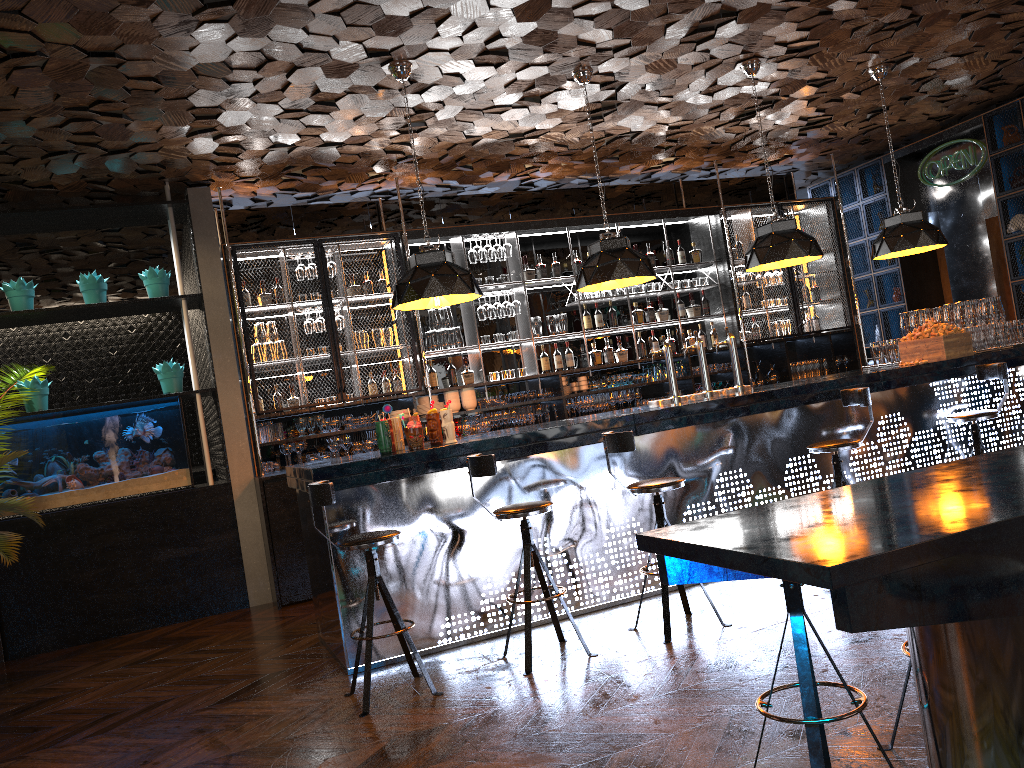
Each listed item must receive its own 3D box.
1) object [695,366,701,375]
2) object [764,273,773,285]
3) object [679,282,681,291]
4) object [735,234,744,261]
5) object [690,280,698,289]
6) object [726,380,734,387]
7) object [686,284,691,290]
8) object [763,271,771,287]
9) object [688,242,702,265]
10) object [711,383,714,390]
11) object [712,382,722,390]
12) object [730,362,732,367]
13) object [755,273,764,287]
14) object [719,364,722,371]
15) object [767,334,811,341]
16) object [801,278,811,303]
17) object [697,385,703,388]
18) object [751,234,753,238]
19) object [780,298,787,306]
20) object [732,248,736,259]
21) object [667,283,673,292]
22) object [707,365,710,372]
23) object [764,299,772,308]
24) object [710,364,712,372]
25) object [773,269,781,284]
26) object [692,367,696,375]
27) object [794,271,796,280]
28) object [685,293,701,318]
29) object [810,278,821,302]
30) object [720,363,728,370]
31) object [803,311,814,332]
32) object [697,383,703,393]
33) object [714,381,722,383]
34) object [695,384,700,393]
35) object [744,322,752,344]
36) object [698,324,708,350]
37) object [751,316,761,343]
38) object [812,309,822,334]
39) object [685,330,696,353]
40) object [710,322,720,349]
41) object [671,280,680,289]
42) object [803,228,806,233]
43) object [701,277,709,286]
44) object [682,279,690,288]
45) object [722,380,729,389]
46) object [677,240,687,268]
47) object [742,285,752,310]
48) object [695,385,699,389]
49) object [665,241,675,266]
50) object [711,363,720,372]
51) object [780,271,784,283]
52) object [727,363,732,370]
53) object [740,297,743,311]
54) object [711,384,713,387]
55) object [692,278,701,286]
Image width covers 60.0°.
[{"bbox_3d":[1.958,-0.144,9.320,0.084,0.082,0.084,-9,-1,-20],"label":"object"},{"bbox_3d":[2.846,-1.230,9.860,0.092,0.244,0.092,-8,-1,-27],"label":"object"},{"bbox_3d":[1.802,-1.059,9.665,0.089,0.092,0.089,-8,-1,-36],"label":"object"},{"bbox_3d":[2.524,-1.520,9.861,0.086,0.297,0.086,-9,-1,27],"label":"object"},{"bbox_3d":[2.004,-1.089,9.731,0.089,0.092,0.089,-9,-1,18],"label":"object"},{"bbox_3d":[2.349,0.035,9.464,0.107,0.152,0.107,-9,-1,4],"label":"object"},{"bbox_3d":[1.907,-1.075,9.680,0.089,0.092,0.089,-8,-1,-36],"label":"object"},{"bbox_3d":[2.888,-1.232,10.054,0.092,0.244,0.092,-8,-1,-27],"label":"object"},{"bbox_3d":[1.994,-1.414,9.645,0.151,0.248,0.094,-9,-1,7],"label":"object"},{"bbox_3d":[2.146,0.070,9.533,0.106,0.148,0.106,-9,-1,7],"label":"object"},{"bbox_3d":[2.189,0.061,9.425,0.106,0.148,0.106,-9,-1,-12],"label":"object"},{"bbox_3d":[2.379,-0.202,9.471,0.088,0.070,0.098,-9,-1,-11],"label":"object"},{"bbox_3d":[2.787,-1.217,10.014,0.092,0.244,0.092,-8,-1,-27],"label":"object"},{"bbox_3d":[2.234,-0.177,9.571,0.088,0.070,0.098,-9,-1,2],"label":"object"},{"bbox_3d":[3.102,-0.521,9.941,0.437,0.019,0.273,-8,-1,-21],"label":"object"},{"bbox_3d":[3.356,-1.067,10.145,0.086,0.299,0.086,-9,-1,27],"label":"object"},{"bbox_3d":[2.041,0.085,9.490,0.106,0.148,0.106,-9,-1,11],"label":"object"},{"bbox_3d":[2.722,-1.542,9.936,0.083,0.282,0.083,-8,-1,-21],"label":"object"},{"bbox_3d":[3.098,-0.924,10.130,0.089,0.092,0.089,-8,-1,-37],"label":"object"},{"bbox_3d":[2.393,-1.490,9.791,0.123,0.279,0.123,-9,-1,-13],"label":"object"},{"bbox_3d":[1.723,-1.048,9.597,0.089,0.092,0.089,-9,-1,23],"label":"object"},{"bbox_3d":[2.048,-0.157,9.354,0.084,0.082,0.084,-9,-1,-4],"label":"object"},{"bbox_3d":[2.845,-0.890,9.841,0.089,0.092,0.089,-8,-1,-37],"label":"object"},{"bbox_3d":[2.106,-0.165,9.483,0.084,0.082,0.084,-9,-1,-15],"label":"object"},{"bbox_3d":[2.947,-1.245,9.900,0.092,0.244,0.092,-8,-1,-27],"label":"object"},{"bbox_3d":[1.882,-0.133,9.293,0.084,0.082,0.084,-8,-1,-29],"label":"object"},{"bbox_3d":[3.134,-1.273,9.974,0.092,0.244,0.092,-8,-1,-27],"label":"object"},{"bbox_3d":[1.951,-0.847,9.570,0.123,0.279,0.123,-8,-1,-32],"label":"object"},{"bbox_3d":[3.483,-1.078,10.191,0.083,0.282,0.083,-9,-1,-11],"label":"object"},{"bbox_3d":[2.267,-0.184,9.480,0.088,0.070,0.098,-9,-1,14],"label":"object"},{"bbox_3d":[3.377,-0.695,10.120,0.083,0.282,0.083,-8,-1,-36],"label":"object"},{"bbox_3d":[1.994,0.078,9.363,0.089,0.174,0.089,-10,-1,29],"label":"object"},{"bbox_3d":[2.256,0.054,9.692,0.107,0.152,0.107,-9,-1,-15],"label":"object"},{"bbox_3d":[1.916,0.088,9.268,0.089,0.174,0.089,-10,-1,29],"label":"object"},{"bbox_3d":[2.559,-0.570,9.781,0.123,0.279,0.123,-8,-1,-32],"label":"object"},{"bbox_3d":[2.058,-0.504,9.613,0.086,0.298,0.086,-9,-1,27],"label":"object"},{"bbox_3d":[2.707,-0.603,9.859,0.086,0.299,0.086,-9,-1,27],"label":"object"},{"bbox_3d":[3.486,-0.718,10.178,0.086,0.298,0.086,-9,-1,27],"label":"object"},{"bbox_3d":[1.925,-0.459,9.543,0.151,0.248,0.094,-9,-1,-12],"label":"object"},{"bbox_3d":[2.197,-0.525,9.653,0.080,0.299,0.080,-9,-1,-19],"label":"object"},{"bbox_3d":[1.751,-1.055,9.458,0.089,0.092,0.089,-8,-1,-36],"label":"object"},{"bbox_3d":[3.389,-1.649,10.229,0.086,0.298,0.086,-10,-1,32],"label":"object"},{"bbox_3d":[2.084,-1.105,9.588,0.089,0.092,0.089,-8,-1,-36],"label":"object"},{"bbox_3d":[1.873,-1.072,9.539,0.089,0.092,0.089,-8,-1,-22],"label":"object"},{"bbox_3d":[2.306,0.044,9.573,0.107,0.152,0.107,-9,-1,-7],"label":"object"},{"bbox_3d":[1.831,-1.416,9.617,0.086,0.298,0.086,-9,-1,27],"label":"object"},{"bbox_3d":[2.602,-0.953,9.857,0.086,0.298,0.086,-9,-1,27],"label":"object"},{"bbox_3d":[1.997,0.094,9.598,0.106,0.148,0.106,-9,-1,-3],"label":"object"},{"bbox_3d":[1.690,-1.396,9.531,0.086,0.299,0.086,-9,-1,27],"label":"object"},{"bbox_3d":[2.158,-0.174,9.398,0.084,0.082,0.084,-8,-1,-39],"label":"object"},{"bbox_3d":[3.038,-1.258,9.937,0.092,0.244,0.092,-8,-1,-27],"label":"object"},{"bbox_3d":[2.341,-0.194,9.561,0.098,0.070,0.088,-9,-1,6],"label":"object"},{"bbox_3d":[2.469,-0.908,9.787,0.151,0.248,0.094,-9,-1,-12],"label":"object"},{"bbox_3d":[2.081,0.077,9.380,0.106,0.148,0.106,-9,-1,-3],"label":"object"},{"bbox_3d":[1.993,-1.091,9.545,0.089,0.092,0.089,-9,-1,18],"label":"object"}]
